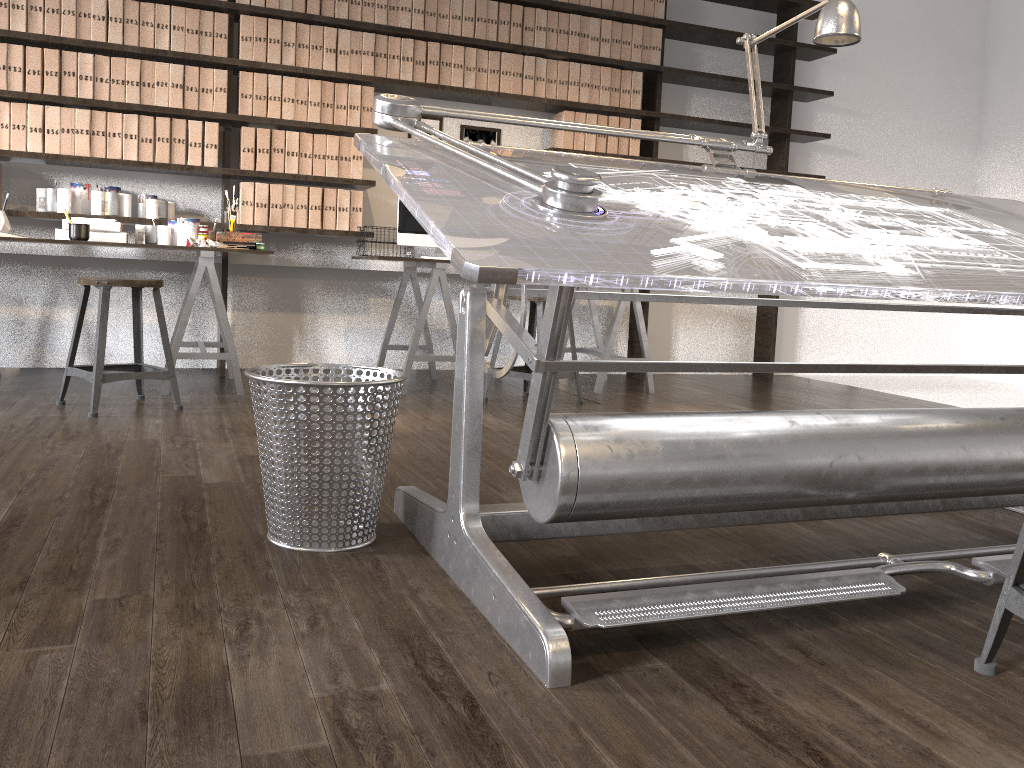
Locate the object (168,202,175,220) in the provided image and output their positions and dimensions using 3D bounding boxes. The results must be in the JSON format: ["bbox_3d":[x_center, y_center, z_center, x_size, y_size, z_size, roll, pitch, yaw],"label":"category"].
[{"bbox_3d":[-1.755,-0.882,4.527,0.062,0.095,0.062,4,5,11],"label":"object"}]

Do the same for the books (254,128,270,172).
[{"bbox_3d":[-1.306,-1.208,4.619,0.067,0.225,0.175,1,6,-21],"label":"books"}]

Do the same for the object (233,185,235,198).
[{"bbox_3d":[-1.374,-0.864,4.364,0.007,0.227,0.020,4,4,10],"label":"object"}]

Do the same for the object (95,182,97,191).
[{"bbox_3d":[-2.046,-0.911,4.367,0.004,0.168,0.030,3,4,1],"label":"object"}]

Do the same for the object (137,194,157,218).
[{"bbox_3d":[-1.866,-0.901,4.533,0.094,0.129,0.095,-1,6,-34],"label":"object"}]

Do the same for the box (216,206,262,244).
[{"bbox_3d":[-1.342,-0.767,4.355,0.212,0.206,0.138,1,6,-21],"label":"box"}]

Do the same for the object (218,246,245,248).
[{"bbox_3d":[-1.316,-0.647,4.177,0.011,0.017,0.172,7,8,37],"label":"object"}]

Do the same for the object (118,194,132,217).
[{"bbox_3d":[-1.931,-0.887,4.419,0.062,0.119,0.062,6,6,37],"label":"object"}]

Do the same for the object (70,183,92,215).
[{"bbox_3d":[-2.125,-0.906,4.364,0.095,0.161,0.094,0,6,-25],"label":"object"}]

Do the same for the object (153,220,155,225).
[{"bbox_3d":[-1.746,-0.749,4.353,0.036,0.117,0.005,2,4,-16],"label":"object"}]

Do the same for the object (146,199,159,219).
[{"bbox_3d":[-1.784,-0.867,4.394,0.062,0.095,0.062,4,5,11],"label":"object"}]

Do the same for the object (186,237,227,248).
[{"bbox_3d":[-1.421,-0.660,4.145,0.132,0.050,0.197,8,9,39],"label":"object"}]

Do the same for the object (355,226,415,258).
[{"bbox_3d":[-0.669,-0.750,4.702,0.284,0.160,0.204,-1,7,-29],"label":"object"}]

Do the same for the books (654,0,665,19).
[{"bbox_3d":[0.854,-2.299,5.357,0.066,0.225,0.175,1,6,-21],"label":"books"}]

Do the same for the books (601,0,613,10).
[{"bbox_3d":[0.529,-2.298,5.227,0.066,0.225,0.175,1,6,-21],"label":"books"}]

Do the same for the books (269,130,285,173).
[{"bbox_3d":[-1.238,-1.208,4.651,0.066,0.225,0.175,1,6,-21],"label":"books"}]

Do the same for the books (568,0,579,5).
[{"bbox_3d":[0.329,-2.299,5.156,0.066,0.225,0.175,1,6,-21],"label":"books"}]

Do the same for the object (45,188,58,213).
[{"bbox_3d":[-2.218,-0.883,4.277,0.062,0.117,0.063,5,5,19],"label":"object"}]

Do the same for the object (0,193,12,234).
[{"bbox_3d":[-2.364,-0.776,4.078,0.101,0.208,0.102,5,5,24],"label":"object"}]

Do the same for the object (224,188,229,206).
[{"bbox_3d":[-1.387,-0.854,4.344,0.055,0.213,0.007,2,4,-15],"label":"object"}]

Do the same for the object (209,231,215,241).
[{"bbox_3d":[-1.490,-0.708,4.345,0.060,0.088,0.060,1,5,-17],"label":"object"}]

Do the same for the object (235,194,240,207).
[{"bbox_3d":[-1.369,-0.842,4.349,0.071,0.185,0.008,5,5,21],"label":"object"}]

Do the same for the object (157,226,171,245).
[{"bbox_3d":[-1.673,-0.713,4.261,0.062,0.094,0.062,6,6,28],"label":"object"}]

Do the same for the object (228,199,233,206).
[{"bbox_3d":[-1.377,-0.828,4.342,0.008,0.153,0.038,5,5,28],"label":"object"}]

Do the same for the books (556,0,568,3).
[{"bbox_3d":[0.265,-2.298,5.127,0.067,0.225,0.175,1,6,-21],"label":"books"}]

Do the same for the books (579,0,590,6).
[{"bbox_3d":[0.394,-2.299,5.183,0.066,0.225,0.175,1,6,-21],"label":"books"}]

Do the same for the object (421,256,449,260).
[{"bbox_3d":[-0.241,-0.635,4.540,0.439,0.017,0.119,-1,8,-26],"label":"object"}]

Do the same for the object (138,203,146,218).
[{"bbox_3d":[-1.851,-0.866,4.450,0.054,0.081,0.054,0,6,-31],"label":"object"}]

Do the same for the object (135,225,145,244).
[{"bbox_3d":[-1.801,-0.725,4.309,0.062,0.094,0.062,5,5,19],"label":"object"}]

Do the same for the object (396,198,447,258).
[{"bbox_3d":[-0.305,-0.917,4.763,0.643,0.516,0.205,0,5,-21],"label":"object"}]

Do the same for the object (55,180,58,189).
[{"bbox_3d":[-2.226,-0.917,4.349,0.041,0.168,0.009,1,4,-18],"label":"object"}]

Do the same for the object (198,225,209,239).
[{"bbox_3d":[-1.490,-0.711,4.275,0.049,0.111,0.049,1,5,-18],"label":"object"}]

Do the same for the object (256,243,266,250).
[{"bbox_3d":[-1.225,-0.668,4.311,0.049,0.037,0.049,1,6,-18],"label":"object"}]

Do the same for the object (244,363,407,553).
[{"bbox_3d":[-0.421,0.160,1.990,0.353,0.376,0.354,3,6,0],"label":"object"}]

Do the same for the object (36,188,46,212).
[{"bbox_3d":[-2.278,-0.889,4.305,0.062,0.119,0.062,4,5,19],"label":"object"}]

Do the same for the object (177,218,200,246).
[{"bbox_3d":[-1.565,-0.730,4.287,0.105,0.141,0.104,1,5,-14],"label":"object"}]

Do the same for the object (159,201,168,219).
[{"bbox_3d":[-1.765,-0.874,4.458,0.063,0.094,0.063,4,5,11],"label":"object"}]

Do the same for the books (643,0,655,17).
[{"bbox_3d":[0.788,-2.299,5.335,0.066,0.225,0.175,1,6,-21],"label":"books"}]

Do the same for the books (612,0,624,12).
[{"bbox_3d":[0.596,-2.298,5.253,0.067,0.225,0.175,1,6,-21],"label":"books"}]

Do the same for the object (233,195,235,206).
[{"bbox_3d":[-1.367,-0.837,4.342,0.005,0.179,0.022,3,4,-2],"label":"object"}]

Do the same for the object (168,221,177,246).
[{"bbox_3d":[-1.649,-0.738,4.369,0.095,0.127,0.094,0,6,-25],"label":"object"}]

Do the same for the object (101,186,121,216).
[{"bbox_3d":[-2.009,-0.907,4.421,0.094,0.161,0.206,1,6,-20],"label":"object"}]

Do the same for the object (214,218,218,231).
[{"bbox_3d":[-1.463,-0.740,4.348,0.033,0.147,0.005,1,5,-22],"label":"object"}]

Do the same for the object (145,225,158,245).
[{"bbox_3d":[-1.741,-0.719,4.282,0.062,0.093,0.063,5,5,19],"label":"object"}]

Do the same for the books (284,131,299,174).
[{"bbox_3d":[-1.170,-1.208,4.673,0.066,0.225,0.175,1,6,-21],"label":"books"}]

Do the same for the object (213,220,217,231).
[{"bbox_3d":[-1.469,-0.740,4.340,0.040,0.130,0.005,1,5,-23],"label":"object"}]

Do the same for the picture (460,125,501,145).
[{"bbox_3d":[-0.189,-1.421,5.214,0.251,0.183,0.023,0,5,-21],"label":"picture"}]

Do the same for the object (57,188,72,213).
[{"bbox_3d":[-2.151,-0.877,4.256,0.062,0.119,0.062,5,6,28],"label":"object"}]

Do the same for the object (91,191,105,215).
[{"bbox_3d":[-2.017,-0.878,4.312,0.062,0.119,0.062,6,6,37],"label":"object"}]

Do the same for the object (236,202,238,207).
[{"bbox_3d":[-1.364,-0.823,4.357,0.033,0.147,0.005,5,5,22],"label":"object"}]

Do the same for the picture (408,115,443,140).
[{"bbox_3d":[-0.502,-1.400,5.096,0.201,0.283,0.022,1,5,-22],"label":"picture"}]

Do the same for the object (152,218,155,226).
[{"bbox_3d":[-1.755,-0.749,4.355,0.029,0.133,0.004,1,4,-17],"label":"object"}]
